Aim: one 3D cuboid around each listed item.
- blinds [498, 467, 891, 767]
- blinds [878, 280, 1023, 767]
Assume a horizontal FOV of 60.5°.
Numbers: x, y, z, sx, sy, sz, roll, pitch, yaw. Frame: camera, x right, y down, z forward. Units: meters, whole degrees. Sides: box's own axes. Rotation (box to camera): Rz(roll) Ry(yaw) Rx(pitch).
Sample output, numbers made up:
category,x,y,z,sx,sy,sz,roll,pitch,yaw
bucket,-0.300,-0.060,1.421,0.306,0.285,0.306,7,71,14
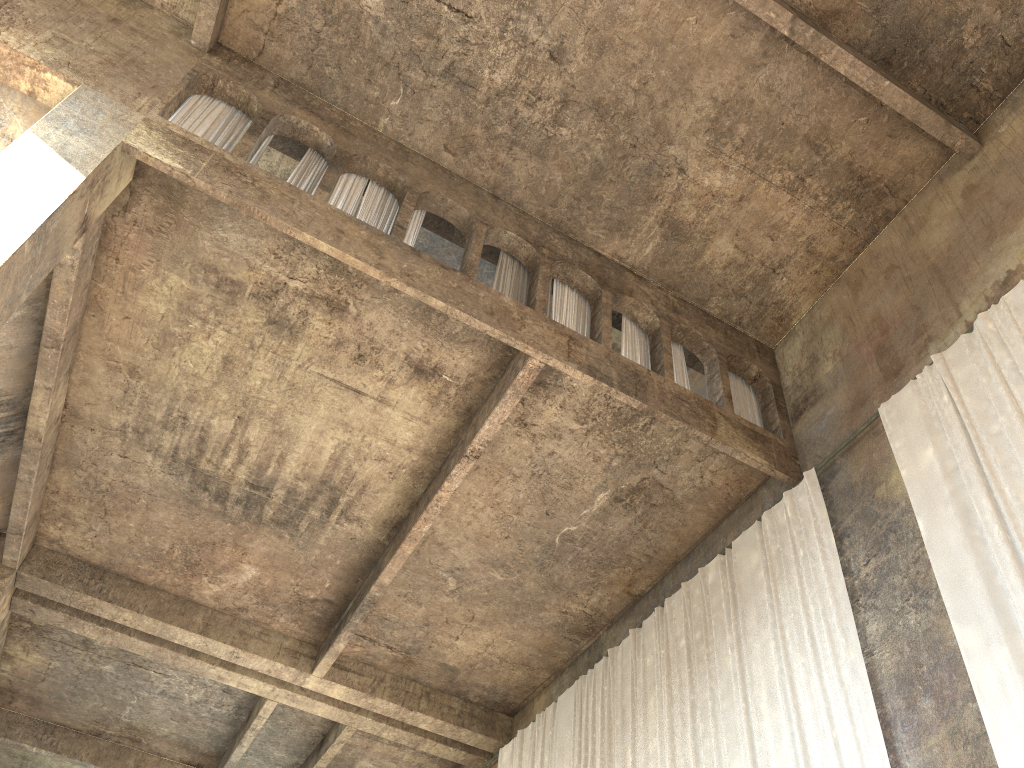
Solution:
category,x,y,z,sx,sy,sz,roll,pitch,yaw
blinds,1.258,6.198,9.421,0.278,8.070,8.256,23,-51,-13
blinds,5.358,0.250,3.853,0.278,8.070,8.256,23,-51,-13
